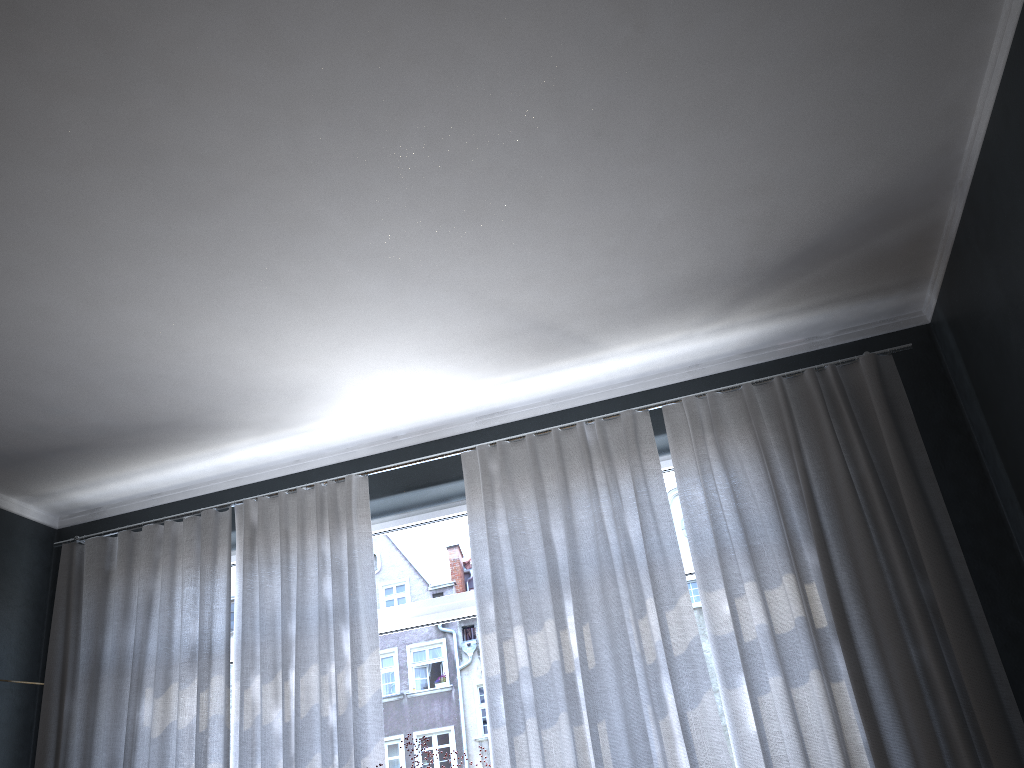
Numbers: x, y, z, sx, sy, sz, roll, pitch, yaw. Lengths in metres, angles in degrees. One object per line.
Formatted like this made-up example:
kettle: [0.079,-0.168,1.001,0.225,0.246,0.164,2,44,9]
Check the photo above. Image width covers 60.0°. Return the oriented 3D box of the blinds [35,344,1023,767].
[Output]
blinds: [-0.122,1.557,3.356,3.995,2.771,0.314,-14,-27,11]

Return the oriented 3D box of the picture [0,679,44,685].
picture: [-2.700,0.816,2.075,0.058,0.766,4.482,-14,-28,11]

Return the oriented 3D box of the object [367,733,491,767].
object: [-0.316,1.790,3.412,0.514,0.804,0.603,-2,-28,-12]
